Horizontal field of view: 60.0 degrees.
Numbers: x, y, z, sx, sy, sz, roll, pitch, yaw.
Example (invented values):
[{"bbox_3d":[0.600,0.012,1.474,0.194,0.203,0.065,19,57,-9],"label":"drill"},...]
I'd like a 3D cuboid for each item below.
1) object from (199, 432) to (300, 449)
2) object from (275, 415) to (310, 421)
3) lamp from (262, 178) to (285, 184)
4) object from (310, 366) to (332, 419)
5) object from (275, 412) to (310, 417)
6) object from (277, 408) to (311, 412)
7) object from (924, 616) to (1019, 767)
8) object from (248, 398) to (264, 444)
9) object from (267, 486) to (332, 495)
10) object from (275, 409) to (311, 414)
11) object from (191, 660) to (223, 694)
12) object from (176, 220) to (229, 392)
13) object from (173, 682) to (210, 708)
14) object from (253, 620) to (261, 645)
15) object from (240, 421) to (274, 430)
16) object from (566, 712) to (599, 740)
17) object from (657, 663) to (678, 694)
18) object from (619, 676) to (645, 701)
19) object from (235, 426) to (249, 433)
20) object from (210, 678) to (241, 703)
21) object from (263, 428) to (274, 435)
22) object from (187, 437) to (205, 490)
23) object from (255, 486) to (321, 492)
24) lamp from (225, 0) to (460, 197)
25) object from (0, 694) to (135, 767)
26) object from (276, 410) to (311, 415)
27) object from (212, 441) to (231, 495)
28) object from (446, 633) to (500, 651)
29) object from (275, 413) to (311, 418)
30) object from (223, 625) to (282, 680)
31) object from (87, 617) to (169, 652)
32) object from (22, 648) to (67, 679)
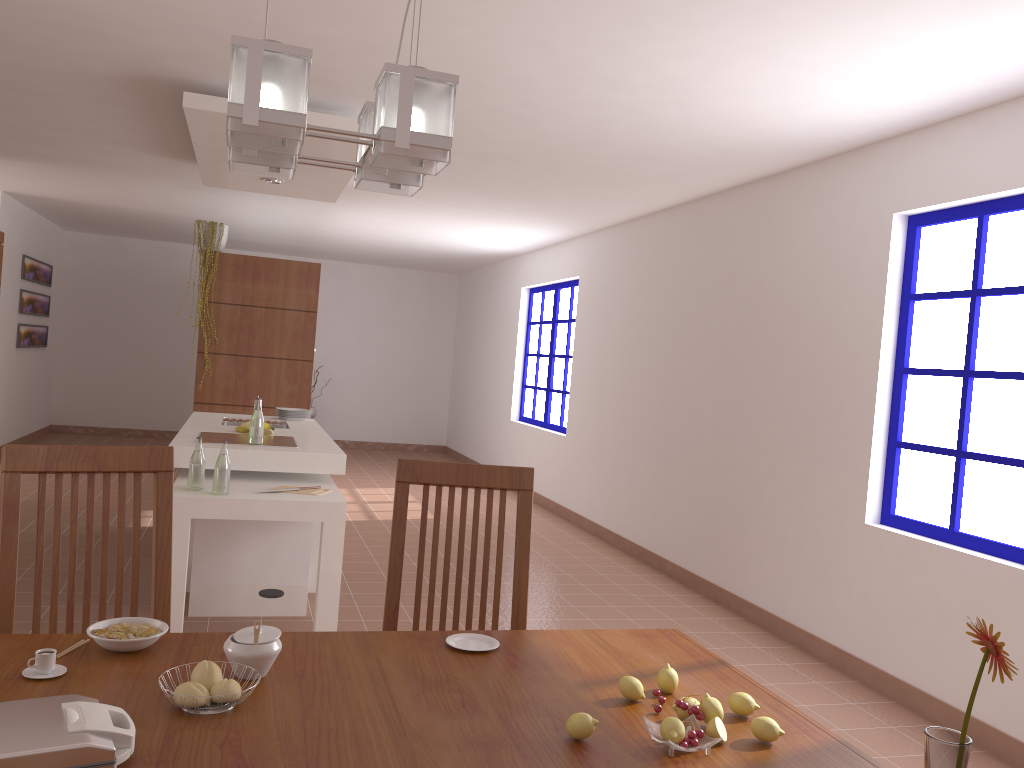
[{"bbox_3d":[-1.378,0.291,4.637,0.493,0.006,0.551,4,1,-17],"label":"object"},{"bbox_3d":[-1.529,0.237,6.189,0.228,0.020,0.228,4,1,-35],"label":"object"},{"bbox_3d":[-1.533,-1.323,5.700,0.143,0.059,0.143,5,1,11],"label":"lamp"},{"bbox_3d":[-2.664,0.284,11.505,0.655,1.112,0.284,5,1,2],"label":"object"},{"bbox_3d":[-1.528,0.217,6.188,0.228,0.020,0.228,4,1,-35],"label":"object"},{"bbox_3d":[-1.525,0.186,6.188,0.228,0.020,0.228,4,1,-35],"label":"object"},{"bbox_3d":[0.432,0.402,0.849,0.050,0.365,0.085,4,1,-19],"label":"object"},{"bbox_3d":[-1.278,0.185,4.446,0.071,0.230,0.071,4,2,-36],"label":"object"},{"bbox_3d":[-0.977,0.490,4.084,0.266,0.006,0.168,5,1,0],"label":"object"},{"bbox_3d":[-1.526,0.196,6.188,0.228,0.020,0.228,4,1,-35],"label":"object"},{"bbox_3d":[-0.488,0.468,1.420,0.048,0.044,0.055,4,2,-37],"label":"object"},{"bbox_3d":[-2.435,-0.612,7.004,0.279,1.344,0.297,6,1,32],"label":"object"},{"bbox_3d":[-0.491,0.475,1.360,0.061,0.032,0.048,6,2,42],"label":"object"},{"bbox_3d":[-0.428,0.430,1.482,0.010,0.075,0.015,4,1,-17],"label":"object"},{"bbox_3d":[-1.438,0.236,5.030,0.207,0.055,0.047,4,2,-40],"label":"object"},{"bbox_3d":[0.106,0.527,1.366,0.041,0.041,0.042,4,1,-31],"label":"object"},{"bbox_3d":[0.282,0.533,1.604,0.038,0.053,0.039,5,1,18],"label":"object"},{"bbox_3d":[0.208,0.531,1.548,0.041,0.041,0.042,4,2,-42],"label":"object"},{"bbox_3d":[-1.522,0.257,5.009,0.060,0.033,0.207,4,2,-37],"label":"object"},{"bbox_3d":[-0.447,0.478,1.386,0.048,0.033,0.060,4,1,-18],"label":"object"},{"bbox_3d":[-1.415,0.266,5.015,0.207,0.033,0.060,5,1,28],"label":"object"},{"bbox_3d":[-1.380,0.348,3.889,0.071,0.230,0.071,4,2,-36],"label":"object"},{"bbox_3d":[-1.017,0.481,4.044,0.041,0.008,0.375,6,2,40],"label":"object"},{"bbox_3d":[-0.234,-0.784,1.327,0.304,0.919,0.304,4,1,-17],"label":"lamp"},{"bbox_3d":[-0.601,0.461,1.164,0.195,0.062,0.176,4,1,-32],"label":"object"},{"bbox_3d":[-1.527,0.207,6.188,0.228,0.020,0.228,4,1,-35],"label":"object"},{"bbox_3d":[-1.249,0.360,3.826,0.071,0.230,0.071,4,2,-36],"label":"object"},{"bbox_3d":[-0.079,0.519,1.774,0.108,0.008,0.108,6,2,38],"label":"object"},{"bbox_3d":[-1.529,0.227,6.189,0.228,0.020,0.228,4,1,-35],"label":"object"},{"bbox_3d":[-0.444,0.458,1.517,0.096,0.079,0.096,4,1,-21],"label":"object"},{"bbox_3d":[-0.693,0.458,1.598,0.136,0.036,0.136,5,1,31],"label":"object"},{"bbox_3d":[-0.761,0.455,1.446,0.065,0.037,0.065,5,1,-4],"label":"object"}]
